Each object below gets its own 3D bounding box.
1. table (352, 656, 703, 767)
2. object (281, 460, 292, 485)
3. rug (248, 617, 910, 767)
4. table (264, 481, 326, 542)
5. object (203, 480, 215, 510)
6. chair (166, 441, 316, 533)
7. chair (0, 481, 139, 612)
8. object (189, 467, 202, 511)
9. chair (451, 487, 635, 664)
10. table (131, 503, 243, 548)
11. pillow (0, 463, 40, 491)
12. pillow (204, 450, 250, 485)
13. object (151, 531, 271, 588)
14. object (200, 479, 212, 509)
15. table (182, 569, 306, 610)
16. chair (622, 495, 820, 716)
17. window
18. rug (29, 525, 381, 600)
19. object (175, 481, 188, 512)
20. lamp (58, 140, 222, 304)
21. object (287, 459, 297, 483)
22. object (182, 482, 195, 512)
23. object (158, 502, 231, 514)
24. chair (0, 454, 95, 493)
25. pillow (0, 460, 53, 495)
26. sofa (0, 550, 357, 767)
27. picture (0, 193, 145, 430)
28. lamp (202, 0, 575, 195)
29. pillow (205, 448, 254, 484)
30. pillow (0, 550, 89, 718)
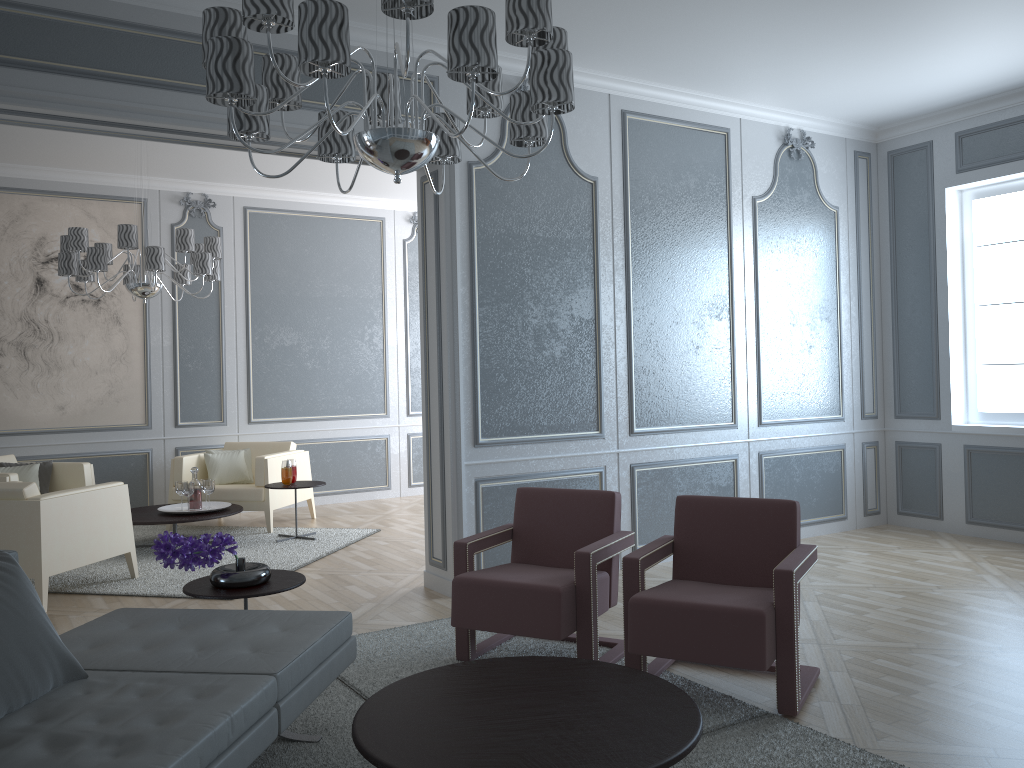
[{"bbox_3d":[0.040,0.952,2.268,0.882,0.239,0.882,-1,0,-14],"label":"table"},{"bbox_3d":[-1.550,0.609,6.100,0.075,0.165,0.075,-1,0,-43],"label":"object"},{"bbox_3d":[-0.037,1.069,2.269,2.018,0.010,3.203,-2,1,-32],"label":"rug"},{"bbox_3d":[-1.489,0.883,6.117,0.414,0.385,0.414,-1,0,16],"label":"table"},{"bbox_3d":[-2.043,0.749,5.980,0.080,0.196,0.080,-2,0,41],"label":"object"},{"bbox_3d":[-2.067,0.772,6.804,0.855,0.621,0.737,-1,0,13],"label":"chair"},{"bbox_3d":[-2.604,0.803,4.740,0.855,0.621,0.737,-1,0,13],"label":"chair"},{"bbox_3d":[-2.138,0.704,5.981,0.086,0.290,0.086,-1,0,-11],"label":"object"},{"bbox_3d":[0.108,0.743,3.410,0.576,0.620,0.606,-1,0,28],"label":"chair"},{"bbox_3d":[-2.262,0.975,5.951,0.882,0.239,0.882,-2,1,-34],"label":"table"},{"bbox_3d":[-3.401,0.678,6.062,0.312,0.245,0.163,-1,0,-28],"label":"pillow"},{"bbox_3d":[-2.188,0.643,6.809,0.312,0.245,0.163,-1,0,-38],"label":"pillow"},{"bbox_3d":[-1.002,0.586,3.003,0.206,0.221,0.425,-1,0,28],"label":"object"},{"bbox_3d":[-2.088,0.750,6.051,0.080,0.196,0.080,-2,0,41],"label":"object"},{"bbox_3d":[-0.931,0.886,3.109,0.414,0.385,0.414,-1,0,-44],"label":"table"},{"bbox_3d":[0.711,0.732,3.051,0.576,0.620,0.606,-1,0,28],"label":"chair"},{"bbox_3d":[3.413,-0.494,5.186,0.349,1.582,1.600,-1,0,-32],"label":"window"},{"bbox_3d":[-2.152,1.090,5.667,2.000,0.010,2.000,-1,1,13],"label":"rug"},{"bbox_3d":[-2.220,0.754,5.958,0.080,0.196,0.080,-2,0,41],"label":"object"},{"bbox_3d":[-2.420,-1.085,5.798,0.976,1.120,0.976,-1,0,-44],"label":"lamp"},{"bbox_3d":[-1.540,0.608,6.187,0.075,0.165,0.075,-1,0,17],"label":"object"},{"bbox_3d":[-2.150,0.752,5.889,0.080,0.196,0.080,-1,0,-29],"label":"object"},{"bbox_3d":[-2.134,0.839,5.968,0.468,0.028,0.468,-2,1,-19],"label":"object"},{"bbox_3d":[-3.379,0.810,5.992,0.737,0.621,0.855,-1,0,13],"label":"chair"},{"bbox_3d":[-3.391,0.678,6.150,0.351,0.276,0.184,-1,0,-16],"label":"pillow"},{"bbox_3d":[-1.047,0.759,1.759,0.810,0.668,2.204,-1,0,8],"label":"sofa"},{"bbox_3d":[-3.448,-0.545,6.750,1.199,1.751,0.001,-1,0,-32],"label":"picture"},{"bbox_3d":[-0.330,-1.106,2.424,0.976,1.120,0.976,-1,0,-44],"label":"lamp"},{"bbox_3d":[-2.193,0.643,6.897,0.351,0.276,0.184,-1,0,-26],"label":"pillow"},{"bbox_3d":[-1.192,0.587,2.006,0.253,0.354,0.422,-1,0,6],"label":"pillow"}]
